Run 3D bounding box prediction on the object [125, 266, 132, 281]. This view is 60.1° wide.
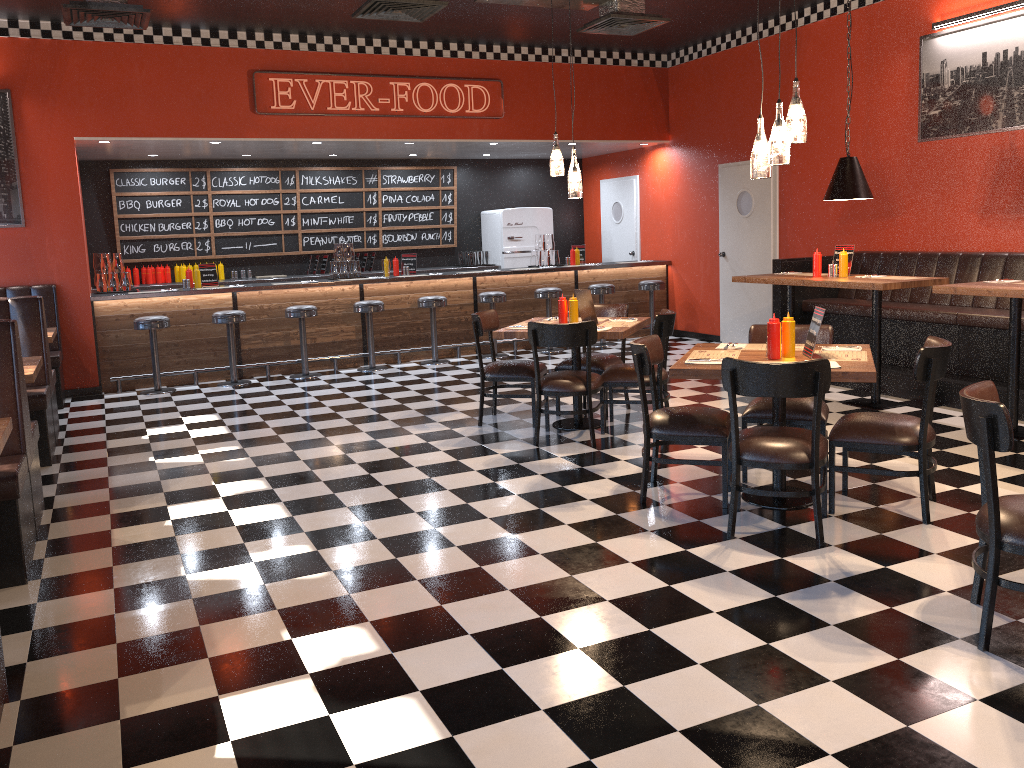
[{"bbox_3d":[-4.794,-1.352,11.066,0.068,0.236,0.068,5,10,42],"label":"object"}]

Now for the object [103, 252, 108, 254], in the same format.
[{"bbox_3d":[-4.971,-1.509,10.872,0.106,0.208,0.106,-9,10,-39],"label":"object"}]

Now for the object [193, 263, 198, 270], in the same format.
[{"bbox_3d":[-4.078,-1.448,11.450,0.068,0.236,0.068,4,10,41],"label":"object"}]

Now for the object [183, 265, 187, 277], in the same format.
[{"bbox_3d":[-4.206,-1.430,11.379,0.068,0.236,0.068,-5,8,-22],"label":"object"}]

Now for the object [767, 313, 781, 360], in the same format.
[{"bbox_3d":[1.359,-0.248,4.594,0.068,0.236,0.068,-5,8,-19],"label":"object"}]

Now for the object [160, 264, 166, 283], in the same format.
[{"bbox_3d":[-4.456,-1.405,11.293,0.068,0.236,0.068,-6,8,-23],"label":"object"}]

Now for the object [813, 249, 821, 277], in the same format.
[{"bbox_3d":[2.547,-1.012,7.397,0.068,0.236,0.068,4,10,40],"label":"object"}]

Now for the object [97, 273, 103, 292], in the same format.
[{"bbox_3d":[-4.385,-1.077,9.467,0.106,0.208,0.105,-9,10,-39],"label":"object"}]

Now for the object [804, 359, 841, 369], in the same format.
[{"bbox_3d":[1.524,-0.103,4.359,0.157,0.019,0.257,0,10,13],"label":"object"}]

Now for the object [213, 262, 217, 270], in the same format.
[{"bbox_3d":[-3.871,-1.469,11.523,0.068,0.236,0.068,-6,8,-23],"label":"object"}]

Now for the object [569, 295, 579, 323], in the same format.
[{"bbox_3d":[0.452,-0.543,6.499,0.068,0.236,0.068,-4,8,-10],"label":"object"}]

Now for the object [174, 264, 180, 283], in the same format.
[{"bbox_3d":[-4.278,-1.419,11.329,0.068,0.236,0.068,5,10,42],"label":"object"}]

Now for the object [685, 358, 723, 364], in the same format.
[{"bbox_3d":[1.026,-0.122,4.584,0.255,0.019,0.158,1,10,19],"label":"object"}]

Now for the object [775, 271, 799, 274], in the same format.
[{"bbox_3d":[2.480,-1.004,8.009,0.255,0.019,0.158,-7,11,-27],"label":"object"}]

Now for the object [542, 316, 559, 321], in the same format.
[{"bbox_3d":[0.339,-0.518,7.024,0.157,0.019,0.256,2,11,23],"label":"object"}]

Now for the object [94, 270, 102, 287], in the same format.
[{"bbox_3d":[-4.983,-1.265,10.687,0.106,0.208,0.106,-9,10,-39],"label":"object"}]

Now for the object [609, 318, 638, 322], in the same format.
[{"bbox_3d":[0.828,-0.491,6.753,0.255,0.019,0.158,0,10,15],"label":"object"}]

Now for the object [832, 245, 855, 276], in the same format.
[{"bbox_3d":[2.778,-1.039,7.442,0.072,0.255,0.189,-7,10,-33],"label":"object"}]

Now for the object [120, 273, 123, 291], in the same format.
[{"bbox_3d":[-4.168,-1.101,9.553,0.106,0.208,0.105,-9,10,-39],"label":"object"}]

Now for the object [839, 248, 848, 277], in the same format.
[{"bbox_3d":[2.712,-0.992,7.247,0.068,0.236,0.068,4,10,40],"label":"object"}]

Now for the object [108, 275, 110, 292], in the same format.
[{"bbox_3d":[-4.276,-1.088,9.503,0.106,0.208,0.105,-9,10,-39],"label":"object"}]

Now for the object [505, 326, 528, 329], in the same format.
[{"bbox_3d":[0.089,-0.419,6.512,0.255,0.019,0.158,2,11,24],"label":"object"}]

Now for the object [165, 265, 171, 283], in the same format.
[{"bbox_3d":[-4.372,-1.402,11.255,0.068,0.236,0.068,-5,8,-22],"label":"object"}]

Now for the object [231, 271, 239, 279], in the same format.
[{"bbox_3d":[-3.644,-1.444,11.629,0.093,0.135,0.047,-1,8,10],"label":"object"}]

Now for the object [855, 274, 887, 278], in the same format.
[{"bbox_3d":[2.878,-0.870,7.141,0.255,0.019,0.158,-7,11,-27],"label":"object"}]

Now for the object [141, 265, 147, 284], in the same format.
[{"bbox_3d":[-4.643,-1.379,11.187,0.068,0.236,0.068,-5,8,-22],"label":"object"}]

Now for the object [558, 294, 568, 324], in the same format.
[{"bbox_3d":[0.376,-0.549,6.554,0.068,0.236,0.068,0,8,18],"label":"object"}]

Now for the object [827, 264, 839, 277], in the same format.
[{"bbox_3d":[2.669,-0.958,7.361,0.047,0.135,0.094,-7,10,-33],"label":"object"}]

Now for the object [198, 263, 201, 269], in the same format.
[{"bbox_3d":[-4.003,-1.445,11.415,0.068,0.236,0.068,4,10,41],"label":"object"}]

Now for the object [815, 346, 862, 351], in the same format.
[{"bbox_3d":[1.780,-0.199,4.850,0.255,0.019,0.158,2,11,21],"label":"object"}]

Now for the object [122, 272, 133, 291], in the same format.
[{"bbox_3d":[-4.109,-1.086,9.452,0.106,0.208,0.105,-9,10,-39],"label":"object"}]

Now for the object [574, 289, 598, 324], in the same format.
[{"bbox_3d":[0.556,-0.582,6.645,0.072,0.255,0.189,-8,10,-34],"label":"object"}]

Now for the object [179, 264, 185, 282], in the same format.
[{"bbox_3d":[-4.200,-1.413,11.279,0.068,0.236,0.068,4,10,41],"label":"object"}]

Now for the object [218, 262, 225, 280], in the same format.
[{"bbox_3d":[-3.794,-1.478,11.559,0.068,0.236,0.068,-5,8,-22],"label":"object"}]

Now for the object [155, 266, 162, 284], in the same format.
[{"bbox_3d":[-4.465,-1.388,11.194,0.068,0.236,0.068,-5,8,-22],"label":"object"}]

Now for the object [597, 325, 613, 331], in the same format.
[{"bbox_3d":[0.618,-0.396,6.253,0.157,0.019,0.256,1,11,21],"label":"object"}]

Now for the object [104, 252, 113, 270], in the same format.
[{"bbox_3d":[-4.913,-1.493,10.771,0.106,0.208,0.106,-9,10,-39],"label":"object"}]

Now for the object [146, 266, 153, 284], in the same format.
[{"bbox_3d":[-4.560,-1.373,11.132,0.068,0.236,0.068,5,10,42],"label":"object"}]

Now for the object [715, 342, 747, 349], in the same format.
[{"bbox_3d":[1.257,-0.219,5.086,0.157,0.019,0.256,2,11,22],"label":"object"}]

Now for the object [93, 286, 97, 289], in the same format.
[{"bbox_3d":[-4.963,-1.192,10.824,0.273,0.018,0.439,-7,11,-24],"label":"object"}]

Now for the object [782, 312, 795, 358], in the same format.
[{"bbox_3d":[1.445,-0.258,4.631,0.068,0.236,0.068,-5,8,-19],"label":"object"}]

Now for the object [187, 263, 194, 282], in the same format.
[{"bbox_3d":[-4.131,-1.433,11.375,0.068,0.236,0.068,-6,8,-26],"label":"object"}]

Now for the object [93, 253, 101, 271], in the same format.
[{"bbox_3d":[-5.012,-1.480,10.720,0.106,0.208,0.106,-9,10,-39],"label":"object"}]

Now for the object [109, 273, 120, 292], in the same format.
[{"bbox_3d":[-4.223,-1.074,9.408,0.106,0.208,0.105,-9,10,-39],"label":"object"}]

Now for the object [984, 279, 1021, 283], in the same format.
[{"bbox_3d":[3.379,-0.714,6.131,0.255,0.019,0.158,-7,11,-27],"label":"object"}]

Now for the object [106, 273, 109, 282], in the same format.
[{"bbox_3d":[-4.881,-1.280,10.746,0.106,0.208,0.106,-9,10,-39],"label":"object"}]

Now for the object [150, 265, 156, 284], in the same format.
[{"bbox_3d":[-4.555,-1.389,11.223,0.068,0.236,0.068,-5,8,-22],"label":"object"}]

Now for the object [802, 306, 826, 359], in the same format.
[{"bbox_3d":[1.571,-0.270,4.614,0.072,0.255,0.189,-2,8,5],"label":"object"}]

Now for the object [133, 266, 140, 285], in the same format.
[{"bbox_3d":[-4.713,-1.363,11.109,0.068,0.236,0.068,-3,8,-8],"label":"object"}]
